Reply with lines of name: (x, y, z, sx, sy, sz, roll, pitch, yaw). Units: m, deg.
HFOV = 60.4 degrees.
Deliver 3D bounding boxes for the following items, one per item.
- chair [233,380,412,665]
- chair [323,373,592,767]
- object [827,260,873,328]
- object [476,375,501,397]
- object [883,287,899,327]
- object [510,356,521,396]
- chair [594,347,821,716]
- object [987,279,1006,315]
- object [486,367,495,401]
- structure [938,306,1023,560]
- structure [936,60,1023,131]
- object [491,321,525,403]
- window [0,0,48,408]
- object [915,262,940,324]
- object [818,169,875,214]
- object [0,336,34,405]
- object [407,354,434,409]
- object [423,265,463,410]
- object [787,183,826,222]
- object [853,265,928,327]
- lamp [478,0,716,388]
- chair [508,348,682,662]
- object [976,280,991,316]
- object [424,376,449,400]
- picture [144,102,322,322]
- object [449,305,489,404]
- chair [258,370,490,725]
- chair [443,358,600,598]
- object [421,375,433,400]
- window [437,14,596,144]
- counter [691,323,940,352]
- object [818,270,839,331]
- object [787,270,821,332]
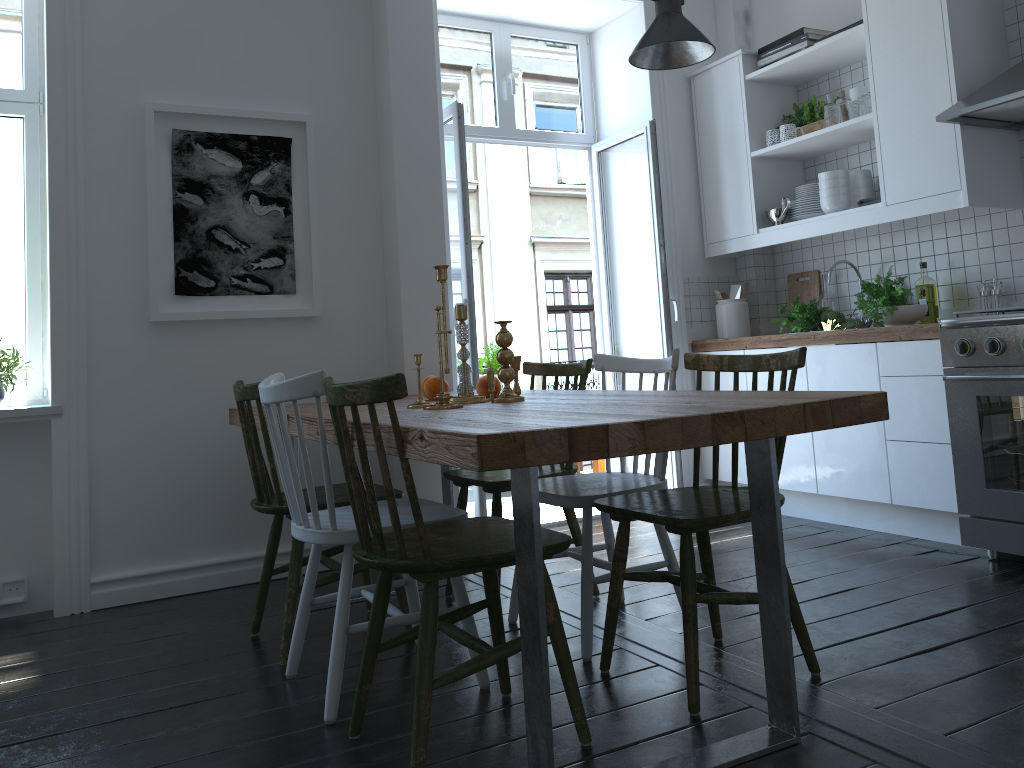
chair: (-0.625, 0.387, 2.826, 0.486, 0.835, 0.463, -2, -4, -30)
chair: (-0.150, 0.382, 1.983, 0.486, 0.835, 0.463, -2, -4, -30)
object: (1.674, -0.429, 4.266, 0.187, 0.356, 0.274, -6, -4, 38)
object: (-0.078, 0.012, 2.970, 0.084, 0.085, 0.088, -3, -2, -16)
object: (1.805, -0.383, 4.194, 0.085, 0.233, 0.085, -6, -5, 27)
object: (0.013, -0.018, 2.768, 0.049, 0.140, 0.049, -1, -5, -28)
chair: (0.506, 0.332, 2.334, 0.486, 0.835, 0.463, -2, -4, -30)
object: (2.044, -0.358, 3.715, 0.059, 0.174, 0.058, -2, -5, -15)
object: (-0.068, -0.003, 2.864, 0.102, 0.115, 0.102, -2, -3, -42)
structure: (2.051, 0.117, 3.108, 0.723, 1.029, 0.694, -2, -3, -28)
structure: (2.002, -1.700, 3.355, 0.529, 1.317, 0.627, -1, -4, -28)
object: (-0.019, -0.068, 2.683, 0.100, 0.250, 0.100, -3, -4, -4)
window: (-2.705, -0.859, 3.441, 1.571, 2.006, 0.106, -2, -5, -28)
object: (1.872, -0.410, 3.980, 0.066, 0.285, 0.065, 0, -6, -33)
object: (1.606, -0.913, 4.224, 0.310, 0.218, 0.148, -3, -3, -30)
object: (-2.000, -0.050, 3.380, 0.285, 0.297, 0.283, -3, -2, -24)
object: (-0.278, -0.009, 2.638, 0.080, 0.162, 0.080, -5, -4, 19)
object: (-0.207, -0.134, 2.519, 0.113, 0.415, 0.113, -6, -5, 24)
object: (1.545, -0.905, 4.453, 0.306, 0.196, 0.298, -3, 0, -27)
object: (1.661, -0.386, 3.890, 0.338, 0.271, 0.269, -3, -2, -38)
lamp: (0.238, -1.167, 4.941, 0.493, 2.532, 2.681, -1, -3, -28)
chair: (0.290, 0.324, 2.774, 0.510, 0.850, 0.462, -2, -4, -28)
object: (2.034, -0.359, 3.779, 0.059, 0.174, 0.058, -2, -5, -15)
object: (-0.267, 0.016, 3.119, 0.091, 0.089, 0.083, -3, -2, -2)
picture: (-1.170, -0.716, 3.713, 0.688, 0.896, 0.082, -2, -5, -28)
object: (-0.152, -0.093, 2.765, 0.140, 0.314, 0.139, -5, -4, 14)
chair: (-0.409, 0.378, 2.388, 0.510, 0.850, 0.462, -2, -4, -28)
chair: (0.032, 0.337, 3.177, 0.486, 0.835, 0.463, -2, -4, -30)
object: (-0.290, 0.014, 3.200, 0.083, 0.091, 0.087, -2, -2, -38)
window: (-0.037, -1.712, 4.952, 1.182, 0.664, 0.104, -4, -4, -28)
counter: (1.782, -0.210, 3.466, 0.848, 0.074, 3.080, -4, 2, -28)
object: (1.627, -0.426, 4.536, 0.098, 0.321, 0.097, -1, -5, -28)
object: (1.565, -0.434, 4.716, 0.041, 0.333, 0.218, -1, -4, -28)
